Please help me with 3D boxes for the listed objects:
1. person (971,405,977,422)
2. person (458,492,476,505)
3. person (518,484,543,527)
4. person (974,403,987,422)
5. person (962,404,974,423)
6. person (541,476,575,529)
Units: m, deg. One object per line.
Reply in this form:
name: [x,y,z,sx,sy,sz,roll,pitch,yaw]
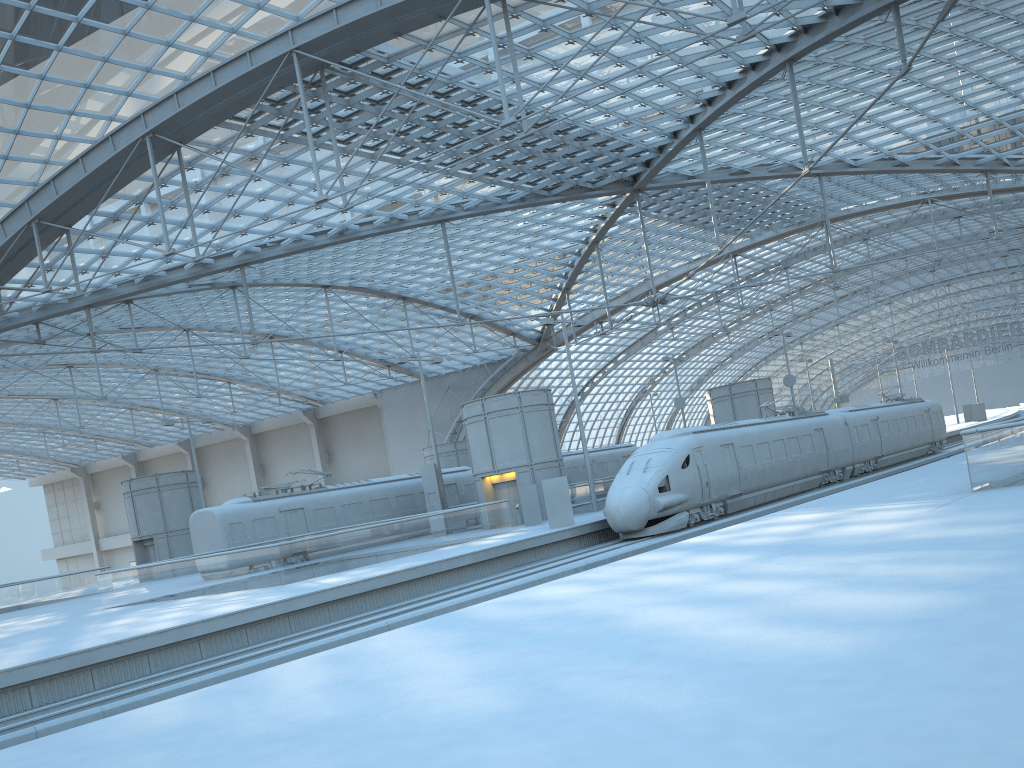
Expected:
person: [44.781,2.768,84.464,0.885,1.710,0.001,-10,0,39]
person: [-2.077,6.189,42.822,0.831,1.737,0.001,-10,1,14]
person: [0.726,4.695,33.867,0.715,1.616,0.001,-10,1,19]
person: [43.294,2.656,81.114,0.837,1.737,0.001,-10,1,39]
person: [46.059,2.986,88.841,0.910,1.804,0.001,-10,1,34]
person: [1.567,3.983,29.407,0.880,1.710,0.001,-10,1,14]
